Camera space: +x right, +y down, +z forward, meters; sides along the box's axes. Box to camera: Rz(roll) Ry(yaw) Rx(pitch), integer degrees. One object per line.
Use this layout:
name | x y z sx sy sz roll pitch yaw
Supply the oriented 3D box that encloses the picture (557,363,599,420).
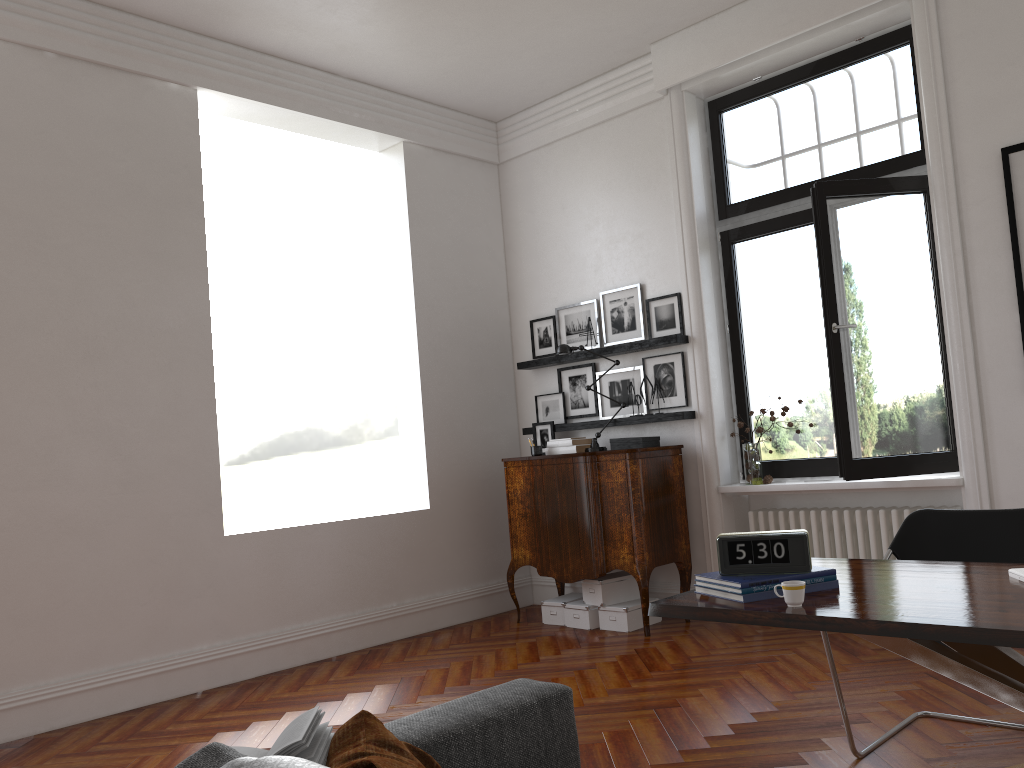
picture | 0.508 0.061 6.826 0.374 0.406 0.020 -8 -5 44

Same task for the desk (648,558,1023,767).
desk | 1.587 0.918 2.266 2.229 0.750 1.029 -9 -6 44

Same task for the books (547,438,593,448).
books | 0.429 0.431 6.480 0.239 0.044 0.254 -9 -6 44

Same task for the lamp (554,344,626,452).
lamp | 0.575 0.094 6.420 0.491 0.801 0.174 -5 -3 9

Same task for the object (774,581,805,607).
object | 0.786 0.589 2.489 0.064 0.065 0.082 -3 -4 -25

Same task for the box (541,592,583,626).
box | 0.417 1.645 6.466 0.209 0.176 0.394 -8 -5 39

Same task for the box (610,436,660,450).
box | 0.856 0.411 6.171 0.282 0.086 0.208 -9 -6 44

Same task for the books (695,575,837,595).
books | 0.784 0.608 2.751 0.344 0.017 0.250 -3 -5 -21

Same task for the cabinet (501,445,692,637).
cabinet | 0.568 1.092 6.284 1.268 1.216 0.640 -8 -5 44

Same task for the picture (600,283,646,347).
picture | 0.811 -0.503 6.520 0.370 0.408 0.020 -8 -5 44

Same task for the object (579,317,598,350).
object | 0.574 -0.372 6.672 0.175 0.260 0.040 -8 -5 44

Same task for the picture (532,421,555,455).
picture | 0.249 0.424 6.867 0.214 0.257 0.020 -8 -5 44

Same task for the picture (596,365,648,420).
picture | 0.808 0.071 6.535 0.434 0.364 0.020 -8 -5 44

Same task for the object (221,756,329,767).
object | -0.229 0.738 1.093 0.753 0.387 0.400 -9 -6 44

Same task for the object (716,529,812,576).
object | 0.773 0.520 2.724 0.275 0.125 0.082 -6 -4 18

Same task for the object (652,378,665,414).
object | 1.034 0.089 6.284 0.110 0.261 0.040 -8 -5 44

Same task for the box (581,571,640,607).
box | 0.704 1.424 6.182 0.394 0.176 0.209 -1 -5 -36

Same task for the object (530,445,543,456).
object | 0.179 0.488 6.428 0.091 0.077 0.091 -6 -4 17

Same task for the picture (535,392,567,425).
picture | 0.305 0.204 6.992 0.300 0.253 0.020 -8 -5 44

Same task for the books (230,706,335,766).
books | -0.495 0.715 1.722 0.278 0.096 0.225 -4 -4 -4

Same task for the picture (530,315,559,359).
picture | 0.256 -0.369 7.062 0.267 0.315 0.020 -8 -5 44

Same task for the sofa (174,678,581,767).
sofa | 0.556 0.909 1.012 2.649 0.828 1.262 -9 -6 44

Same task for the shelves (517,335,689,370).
shelves | 0.634 -0.225 6.602 1.517 0.055 0.158 -9 -6 44

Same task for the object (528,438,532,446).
object | 0.144 0.451 6.449 0.010 0.119 0.050 -2 -5 -43

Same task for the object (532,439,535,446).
object | 0.166 0.457 6.461 0.046 0.139 0.010 -7 -4 41

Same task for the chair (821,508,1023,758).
chair | 1.667 0.934 3.297 0.754 0.871 0.745 -8 -5 44

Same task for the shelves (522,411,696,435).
shelves | 0.676 0.295 6.574 1.517 0.055 0.156 -9 -6 44

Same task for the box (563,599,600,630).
box | 0.594 1.614 6.251 0.394 0.176 0.245 -1 -5 -41

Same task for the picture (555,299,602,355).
picture | 0.506 -0.435 6.817 0.416 0.367 0.020 -8 -5 44

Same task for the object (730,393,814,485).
object | 1.727 0.362 5.896 0.542 0.599 0.317 -6 -4 15

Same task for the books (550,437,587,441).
books | 0.409 0.403 6.468 0.201 0.014 0.179 -9 -6 44

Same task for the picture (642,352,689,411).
picture | 1.081 -0.015 6.272 0.343 0.384 0.020 -8 -5 44

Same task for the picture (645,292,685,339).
picture | 1.078 -0.470 6.262 0.290 0.303 0.020 -8 -5 44

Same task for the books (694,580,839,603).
books | 0.789 0.631 2.765 0.347 0.027 0.264 -3 -5 -21

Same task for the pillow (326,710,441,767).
pillow | -0.176 0.818 1.626 0.330 0.396 0.470 -4 -4 -9

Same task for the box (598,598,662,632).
box | 0.812 1.583 6.081 0.245 0.176 0.394 -8 -6 44

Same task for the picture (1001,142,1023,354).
picture | 2.993 -0.654 4.415 0.884 1.322 0.035 -8 -5 44

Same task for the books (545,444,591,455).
books | 0.429 0.481 6.474 0.295 0.057 0.229 -9 -6 44

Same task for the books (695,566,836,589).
books | 0.782 0.592 2.752 0.344 0.017 0.250 -3 -5 -21

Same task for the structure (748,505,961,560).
structure | 2.155 1.174 5.598 1.455 0.777 0.225 -9 -5 44

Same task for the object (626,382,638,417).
object | 0.868 0.112 6.396 0.124 0.260 0.040 -8 -5 44

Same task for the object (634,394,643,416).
object | 0.902 0.154 6.326 0.066 0.160 0.040 -8 -5 44

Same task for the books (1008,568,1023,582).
books | 1.641 0.550 2.543 0.325 0.026 0.231 -5 -4 9

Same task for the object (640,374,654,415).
object | 0.964 0.078 6.314 0.118 0.298 0.040 -8 -5 44
